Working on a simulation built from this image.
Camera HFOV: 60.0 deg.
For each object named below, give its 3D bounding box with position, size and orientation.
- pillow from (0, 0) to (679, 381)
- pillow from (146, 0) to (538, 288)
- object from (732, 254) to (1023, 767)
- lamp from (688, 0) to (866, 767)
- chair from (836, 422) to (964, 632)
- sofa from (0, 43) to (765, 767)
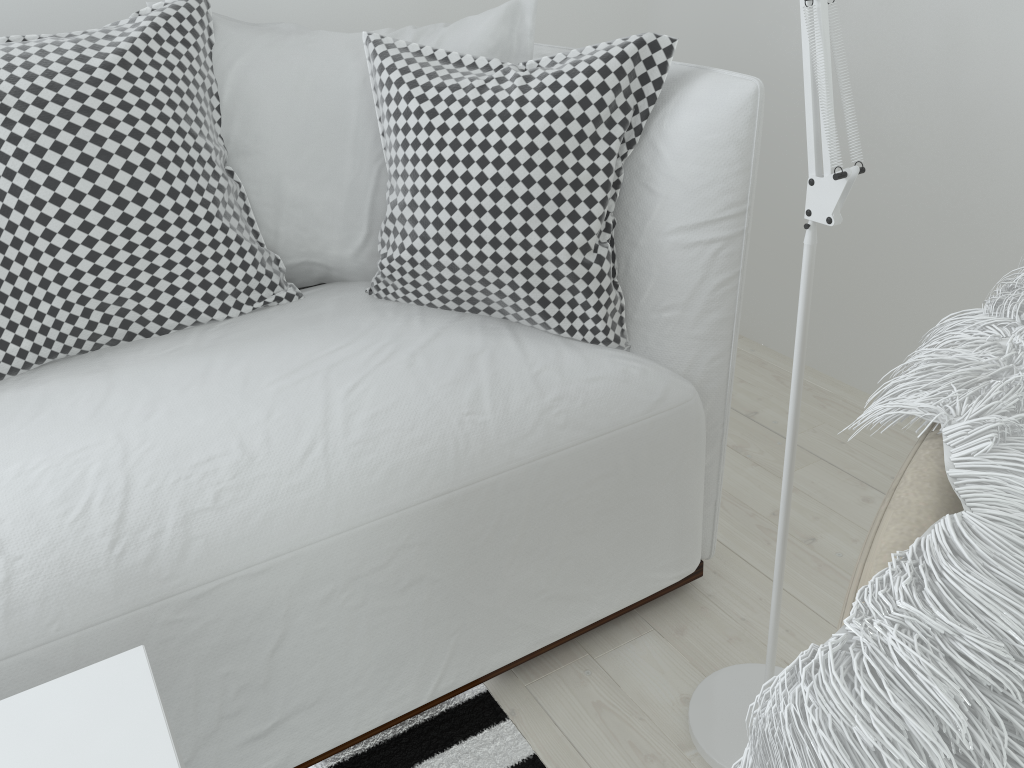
[{"bbox_3d":[-1.002,-0.087,0.977,2.488,0.513,0.676,-17,30,-23],"label":"pillow"},{"bbox_3d":[-0.257,-0.388,1.477,0.623,0.498,0.333,-2,27,4],"label":"pillow"},{"bbox_3d":[0.584,0.155,0.444,0.784,0.789,0.954,19,35,37],"label":"object"},{"bbox_3d":[0.359,-0.092,0.711,0.196,1.373,0.527,-16,30,-21],"label":"lamp"},{"bbox_3d":[0.597,0.247,0.496,0.719,0.941,0.776,15,33,32],"label":"chair"},{"bbox_3d":[-0.965,0.160,1.067,2.647,0.768,0.917,-18,31,-25],"label":"sofa"}]
